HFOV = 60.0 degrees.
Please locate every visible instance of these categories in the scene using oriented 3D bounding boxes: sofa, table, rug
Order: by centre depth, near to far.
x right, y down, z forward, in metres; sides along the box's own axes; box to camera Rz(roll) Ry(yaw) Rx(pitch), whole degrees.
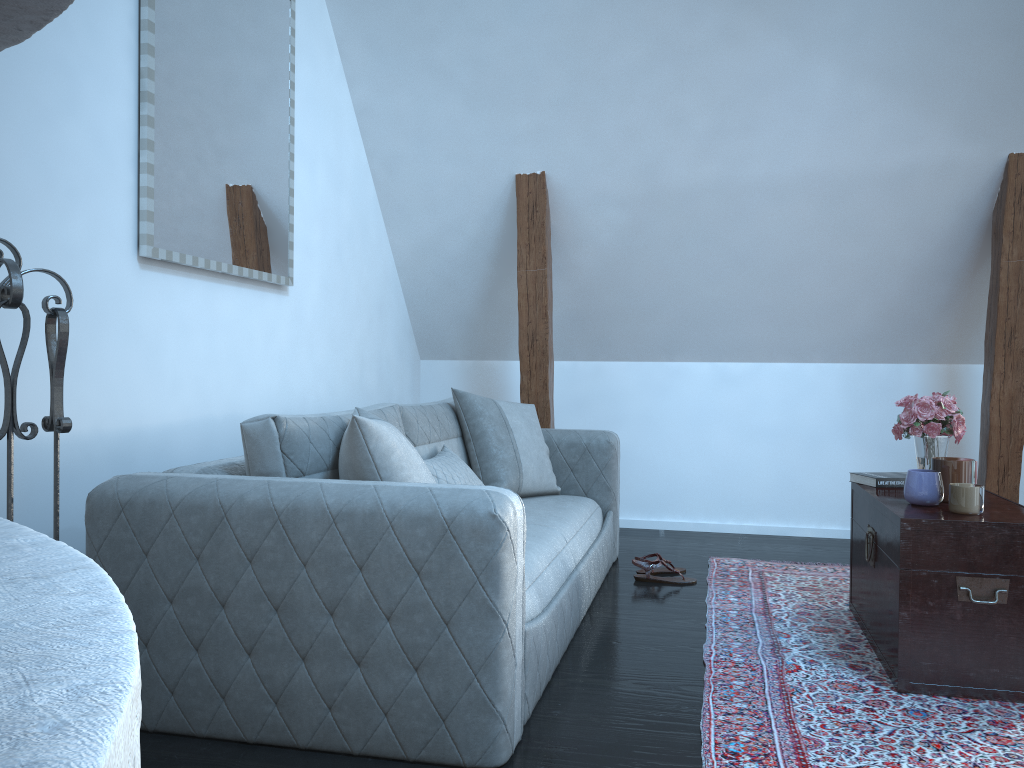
[{"bbox_3d":[1.366,0.854,2.849,1.512,0.029,2.647,1,1,13],"label":"rug"},{"bbox_3d":[1.396,0.614,2.869,0.471,0.492,0.962,1,1,13],"label":"table"},{"bbox_3d":[-0.276,0.456,3.249,1.107,0.770,2.458,1,1,13],"label":"sofa"}]

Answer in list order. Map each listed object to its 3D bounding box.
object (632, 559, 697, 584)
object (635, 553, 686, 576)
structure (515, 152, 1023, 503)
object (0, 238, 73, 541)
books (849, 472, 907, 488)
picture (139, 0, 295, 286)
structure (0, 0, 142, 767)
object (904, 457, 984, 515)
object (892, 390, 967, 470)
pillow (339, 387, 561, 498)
[{"bbox_3d":[0.650,0.795,3.770,0.277,0.090,0.101,1,1,1],"label":"object"},{"bbox_3d":[0.652,0.793,3.931,0.277,0.090,0.101,0,1,-30],"label":"object"},{"bbox_3d":[6.115,-0.065,3.515,12.350,1.963,1.023,1,1,13],"label":"structure"},{"bbox_3d":[-1.056,0.235,1.744,0.376,1.245,0.376,1,1,-7],"label":"object"},{"bbox_3d":[1.394,0.350,3.244,0.243,0.034,0.179,0,1,-9],"label":"books"},{"bbox_3d":[-1.012,-0.989,3.168,0.025,1.185,0.965,1,1,13],"label":"picture"},{"bbox_3d":[-1.620,-1.471,0.138,3.049,4.752,3.058,1,1,22],"label":"structure"},{"bbox_3d":[1.338,0.306,2.761,0.215,0.138,0.413,1,1,24],"label":"object"},{"bbox_3d":[1.450,0.195,3.098,0.235,0.351,0.234,0,1,-27],"label":"object"},{"bbox_3d":[-0.175,0.281,3.244,0.444,0.515,2.075,1,1,13],"label":"pillow"}]
